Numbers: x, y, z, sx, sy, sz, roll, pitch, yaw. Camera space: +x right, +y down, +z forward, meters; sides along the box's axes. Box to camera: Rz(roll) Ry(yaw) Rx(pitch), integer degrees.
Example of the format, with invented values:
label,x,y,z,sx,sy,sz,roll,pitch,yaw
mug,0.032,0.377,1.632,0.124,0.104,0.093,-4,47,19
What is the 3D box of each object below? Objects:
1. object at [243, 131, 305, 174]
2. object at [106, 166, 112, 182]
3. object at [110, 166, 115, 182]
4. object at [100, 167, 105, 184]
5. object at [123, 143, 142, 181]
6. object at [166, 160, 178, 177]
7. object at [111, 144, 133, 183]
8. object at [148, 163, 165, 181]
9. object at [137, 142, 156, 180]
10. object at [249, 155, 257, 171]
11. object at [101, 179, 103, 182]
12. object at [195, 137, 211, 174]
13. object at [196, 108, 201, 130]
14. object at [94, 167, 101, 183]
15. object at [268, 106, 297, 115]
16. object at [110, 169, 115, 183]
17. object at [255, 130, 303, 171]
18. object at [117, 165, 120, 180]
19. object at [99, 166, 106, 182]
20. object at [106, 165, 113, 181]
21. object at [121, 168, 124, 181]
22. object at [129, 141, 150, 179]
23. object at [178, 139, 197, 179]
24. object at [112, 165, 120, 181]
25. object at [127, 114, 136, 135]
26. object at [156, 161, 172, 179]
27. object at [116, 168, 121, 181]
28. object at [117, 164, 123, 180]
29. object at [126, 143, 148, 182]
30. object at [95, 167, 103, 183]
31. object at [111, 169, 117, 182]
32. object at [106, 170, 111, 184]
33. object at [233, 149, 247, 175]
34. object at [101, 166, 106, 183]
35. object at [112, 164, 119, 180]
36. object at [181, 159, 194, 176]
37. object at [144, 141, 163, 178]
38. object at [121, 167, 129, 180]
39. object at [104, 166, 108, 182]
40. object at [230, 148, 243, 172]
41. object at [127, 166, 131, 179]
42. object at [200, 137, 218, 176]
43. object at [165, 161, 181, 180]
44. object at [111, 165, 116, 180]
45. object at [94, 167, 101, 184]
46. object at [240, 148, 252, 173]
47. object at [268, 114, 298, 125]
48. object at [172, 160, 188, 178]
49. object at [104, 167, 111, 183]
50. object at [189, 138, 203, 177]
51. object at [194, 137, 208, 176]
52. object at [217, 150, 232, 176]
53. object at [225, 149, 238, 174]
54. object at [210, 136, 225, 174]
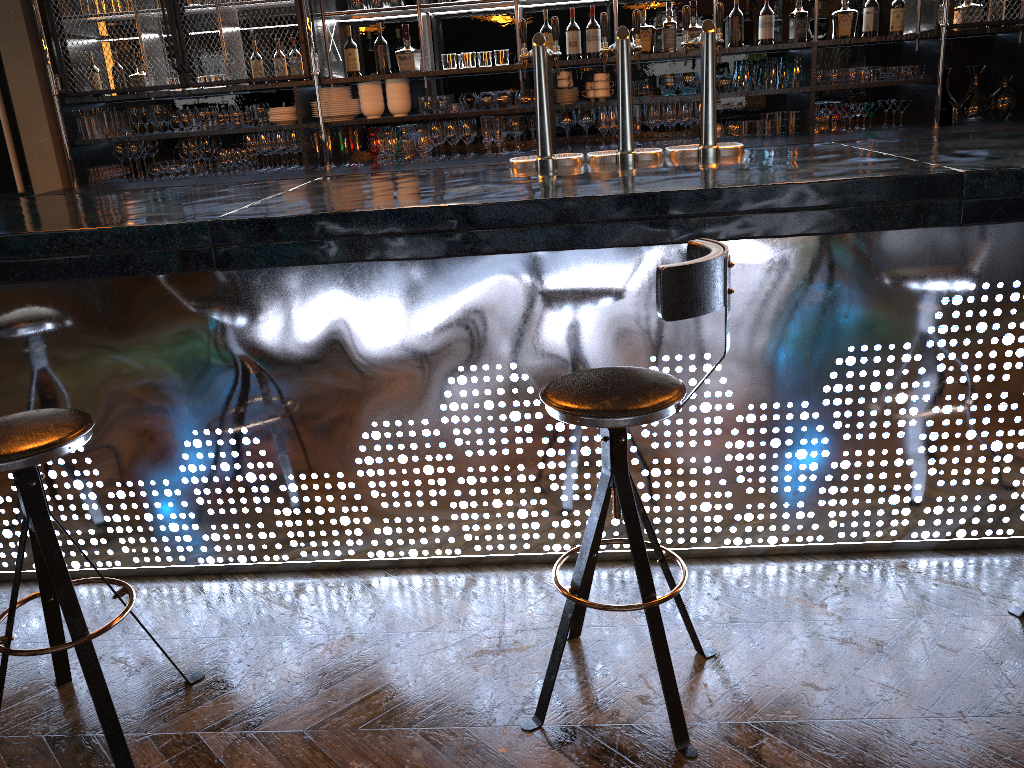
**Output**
label,x,y,z,sx,sy,sz,roll,pitch,yaw
object,-1.445,-1.426,5.451,0.376,0.227,0.186,-3,18,3
object,-2.539,-1.323,5.596,0.031,0.098,0.031,-19,24,-38
object,-2.535,-1.336,5.634,0.031,0.098,0.031,5,20,25
object,-2.545,-1.299,5.525,0.031,0.098,0.031,-11,20,-21
object,-2.386,-1.389,5.548,0.091,0.227,0.091,13,25,41
object,-2.172,-1.371,5.644,0.093,0.101,0.093,-7,19,-9
object,-2.394,-1.354,5.445,0.091,0.227,0.091,-16,22,-31
object,-2.186,-1.303,5.445,0.093,0.101,0.093,-14,21,-26
object,-2.293,-1.391,5.534,0.091,0.227,0.091,-16,22,-30
object,-1.656,-1.431,5.639,0.074,0.146,0.065,5,20,25
object,-2.618,-1.330,5.635,0.028,0.097,0.028,6,21,28
object,-1.964,-1.455,5.647,0.077,0.229,0.088,-11,20,-20
object,-1.954,-1.666,5.579,0.081,0.132,0.081,-12,20,-22
object,-2.618,-1.318,5.599,0.028,0.097,0.028,-4,18,2
object,-1.365,-1.638,5.347,0.209,0.060,0.211,-20,24,-38
object,-2.495,-1.297,5.538,0.034,0.080,0.034,-14,21,-27
object,-1.434,-1.489,5.636,0.376,0.227,0.186,-3,18,3
object,-2.533,-1.360,5.704,0.031,0.098,0.031,-18,23,-36
object,-2.613,-1.340,5.665,0.028,0.097,0.028,10,23,37
object,-2.575,-1.347,5.675,0.033,0.101,0.033,-8,19,-11
object,-2.486,-1.339,5.660,0.034,0.080,0.034,-3,18,4
object,-2.386,-1.431,5.675,0.091,0.227,0.091,-2,19,8
object,-1.977,-1.369,5.396,0.088,0.229,0.077,2,19,17
object,-2.532,-1.347,5.667,0.031,0.098,0.031,9,23,34
object,-2.441,-1.666,5.653,0.051,0.152,0.058,-17,22,-33
object,-2.179,-1.337,5.545,0.093,0.101,0.093,-17,22,-33
object,-2.487,-1.326,5.622,0.034,0.080,0.034,-8,19,-12
object,-2.532,-1.371,5.737,0.031,0.098,0.031,-1,19,9
object,-2.301,-1.358,5.436,0.091,0.227,0.091,5,21,26
object,-2.581,-1.306,5.554,0.033,0.101,0.033,-6,18,-4
object,-2.494,-1.310,5.576,0.034,0.080,0.034,0,19,13
object,-2.497,-1.282,5.492,0.034,0.080,0.034,-15,21,-29
object,-1.671,-1.364,5.441,0.074,0.146,0.065,-5,18,-1
object,-2.578,-1.320,5.595,0.033,0.101,0.033,-9,19,-13
object,-2.567,-1.373,5.751,0.033,0.101,0.033,-15,21,-29
object,-2.067,-1.375,5.634,0.093,0.101,0.093,2,19,18
object,-2.282,-1.429,5.644,0.091,0.227,0.091,-16,22,-31
object,-2.485,-1.353,5.702,0.034,0.080,0.034,0,19,13
object,-2.578,-1.333,5.635,0.033,0.101,0.033,-1,19,9
object,-1.757,-1.422,5.634,0.065,0.146,0.074,8,22,32
object,-2.481,-1.368,5.746,0.034,0.080,0.034,0,19,14
object,-1.871,-1.402,5.470,0.088,0.229,0.077,-3,18,4
object,-2.077,-1.309,5.437,0.093,0.101,0.093,-16,22,-31
object,-2.571,-1.361,5.717,0.033,0.101,0.033,8,22,32
object,-2.583,-1.294,5.518,0.033,0.101,0.033,-9,19,-14
object,-1.666,-1.398,5.542,0.065,0.146,0.074,5,21,26
object,-1.363,-1.600,5.360,0.211,0.060,0.209,-17,22,-34
object,-2.077,-1.343,5.538,0.093,0.101,0.093,4,20,24
object,-2.538,-1.312,5.563,0.031,0.098,0.031,-16,22,-32
object,-1.971,-1.399,5.482,0.088,0.229,0.077,-17,22,-34
object,-1.970,-1.425,5.560,0.077,0.229,0.088,2,20,19
object,-1.767,-1.357,5.444,0.074,0.146,0.065,-10,19,-18
object,-1.763,-1.391,5.542,0.065,0.146,0.074,1,19,16
object,-1.861,-1.442,5.587,0.088,0.229,0.077,-2,19,6
